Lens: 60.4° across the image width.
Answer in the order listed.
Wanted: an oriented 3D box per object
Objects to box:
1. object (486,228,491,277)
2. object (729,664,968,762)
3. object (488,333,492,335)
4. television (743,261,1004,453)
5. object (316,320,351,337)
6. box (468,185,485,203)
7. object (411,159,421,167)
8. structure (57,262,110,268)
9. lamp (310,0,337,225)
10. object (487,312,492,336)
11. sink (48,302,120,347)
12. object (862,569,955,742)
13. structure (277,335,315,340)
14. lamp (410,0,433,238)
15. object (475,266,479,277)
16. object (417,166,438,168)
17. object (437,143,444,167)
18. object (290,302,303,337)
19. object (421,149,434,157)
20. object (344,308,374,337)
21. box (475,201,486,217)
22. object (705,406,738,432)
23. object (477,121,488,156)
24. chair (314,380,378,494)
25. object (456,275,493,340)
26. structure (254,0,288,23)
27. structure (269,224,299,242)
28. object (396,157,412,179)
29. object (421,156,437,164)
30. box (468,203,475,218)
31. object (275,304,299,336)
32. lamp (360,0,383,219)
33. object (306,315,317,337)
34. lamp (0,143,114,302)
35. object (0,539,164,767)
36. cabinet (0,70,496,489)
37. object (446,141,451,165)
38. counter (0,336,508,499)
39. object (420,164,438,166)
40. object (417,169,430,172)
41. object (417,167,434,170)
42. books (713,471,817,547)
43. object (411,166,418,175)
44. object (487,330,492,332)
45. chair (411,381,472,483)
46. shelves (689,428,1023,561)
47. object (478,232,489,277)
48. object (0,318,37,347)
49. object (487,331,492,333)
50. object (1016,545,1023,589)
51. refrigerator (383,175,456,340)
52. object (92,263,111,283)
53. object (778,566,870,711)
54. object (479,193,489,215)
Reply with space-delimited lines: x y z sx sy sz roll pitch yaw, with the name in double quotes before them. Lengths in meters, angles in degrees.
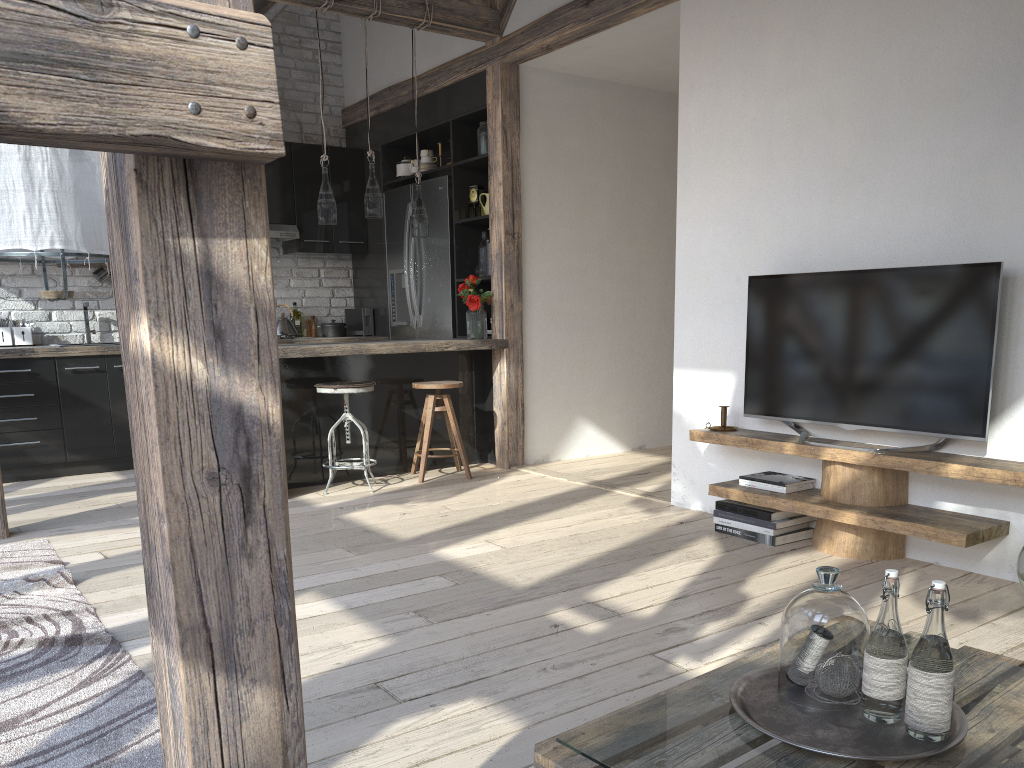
"object" -0.116 -0.886 5.806 0.109 0.358 0.106 -2 11 -5
"object" 0.590 0.579 1.566 0.394 0.022 0.388 -2 5 -15
"object" -0.063 -0.339 5.990 0.214 0.025 0.211 0 5 13
"television" 1.393 -0.100 3.561 0.205 0.720 1.090 -9 10 -35
"object" -1.453 -0.454 7.168 0.245 0.144 0.207 -6 8 -36
"box" -0.239 -1.285 5.965 0.082 0.116 0.081 5 11 34
"object" -0.693 -1.603 6.440 0.094 0.069 0.104 -2 7 -7
"structure" -2.748 -0.856 6.318 0.926 0.047 0.080 -4 7 -35
"lamp" -1.031 -1.555 4.850 0.107 1.316 0.221 -8 13 -33
"object" -0.219 -0.420 6.120 0.133 0.168 0.133 8 12 44
"sink" -2.861 -0.299 6.034 0.522 0.526 0.508 -7 10 -35
"object" 0.674 0.454 1.493 0.070 0.273 0.152 -9 12 -35
"structure" -1.887 -0.353 6.714 0.601 0.032 0.491 -4 6 -35
"lamp" -0.539 -1.564 5.197 0.108 1.371 0.222 -8 13 -33
"object" -0.191 -0.842 6.092 0.132 0.225 0.130 -5 10 -23
"object" -0.608 -1.550 6.329 0.149 0.026 0.146 0 5 6
"object" -0.495 -1.585 6.119 0.059 0.171 0.058 8 14 39
"object" -1.725 -0.514 7.075 0.088 0.289 0.081 -10 14 -39
"object" -0.604 -1.638 6.304 0.105 0.069 0.093 5 9 40
"object" -1.259 -0.506 7.236 0.087 0.231 0.348 -8 10 -35
"box" -0.199 -1.170 5.950 0.082 0.116 0.081 -5 10 -25
"object" 1.003 0.162 4.167 0.138 0.115 0.138 5 9 37
"object" -0.160 -1.575 5.671 0.124 0.211 0.123 -7 11 -30
"chair" -0.966 0.307 5.190 0.354 0.650 0.346 -1 10 -2
"object" -0.239 -0.501 5.723 0.251 0.424 0.305 -1 9 -2
"structure" -1.699 -2.472 6.696 0.975 1.312 0.167 -7 13 -34
"structure" -1.963 -1.147 6.644 0.595 0.106 0.364 -4 6 -35
"object" -0.784 -1.624 6.643 0.186 0.178 0.204 0 7 5
"object" -0.603 -1.594 6.319 0.105 0.069 0.093 -4 8 -24
"box" -0.247 -1.175 6.022 0.082 0.116 0.082 -7 11 -35
"object" -1.749 -0.492 6.722 0.220 0.240 0.219 7 11 44
"lamp" -0.799 -1.598 5.015 0.108 1.264 0.235 -6 12 -23
"object" -1.637 -0.472 7.169 0.079 0.187 0.038 -5 12 -22
"lamp" -1.568 -1.231 2.818 0.400 1.936 0.398 0 11 6
"object" -2.189 0.853 2.264 2.172 0.057 3.152 -4 6 -35
"cabinet" -2.103 -0.655 5.591 4.185 2.561 2.067 -5 10 -35
"object" -0.402 -1.579 5.992 0.095 0.176 0.094 4 11 28
"counter" -2.214 0.191 5.585 3.785 0.870 2.217 -4 6 -35
"object" -0.608 -1.561 6.326 0.149 0.026 0.146 0 5 6
"object" -0.607 -1.527 6.334 0.148 0.023 0.146 -2 5 -9
"object" -0.607 -1.539 6.331 0.149 0.026 0.146 0 5 6
"books" 1.143 0.553 3.982 0.288 0.270 0.356 -6 9 -35
"object" -0.688 -1.557 6.453 0.106 0.069 0.092 1 7 17
"object" -0.063 -0.355 5.987 0.214 0.025 0.211 0 5 18
"chair" -0.457 0.290 5.533 0.340 0.608 0.334 -4 10 -15
"shelves" 1.372 0.484 3.643 0.328 0.459 1.585 -7 8 -35
"object" -0.185 -0.871 5.936 0.085 0.308 0.085 -11 15 -43
"object" -3.412 -0.349 5.890 0.402 0.205 0.145 -5 10 -33
"object" -0.063 -0.348 5.988 0.214 0.025 0.211 1 5 23
"object" 1.942 0.198 2.803 0.511 1.144 0.271 8 14 40
"refrigerator" -0.409 -0.499 6.734 0.845 1.963 0.930 -8 12 -35
"object" -2.898 -0.782 6.208 0.116 0.142 0.092 -7 11 -33
"object" 0.578 0.457 1.628 0.155 0.252 0.153 3 10 23
"object" -0.122 -1.193 5.855 0.148 0.174 0.134 6 11 40
